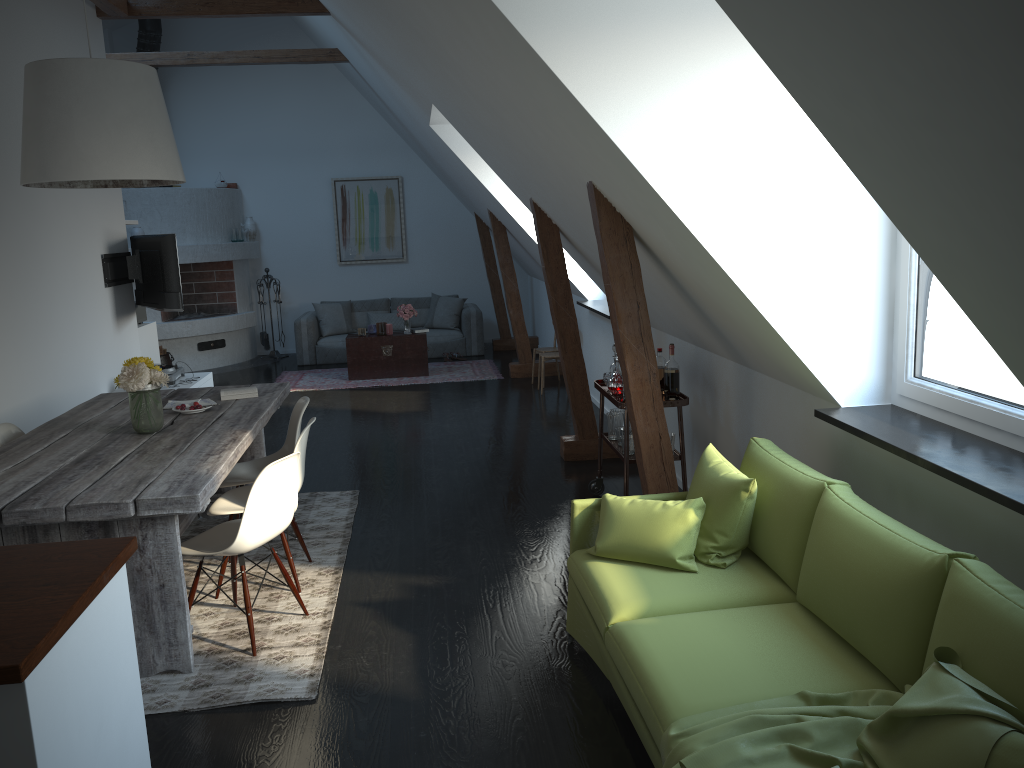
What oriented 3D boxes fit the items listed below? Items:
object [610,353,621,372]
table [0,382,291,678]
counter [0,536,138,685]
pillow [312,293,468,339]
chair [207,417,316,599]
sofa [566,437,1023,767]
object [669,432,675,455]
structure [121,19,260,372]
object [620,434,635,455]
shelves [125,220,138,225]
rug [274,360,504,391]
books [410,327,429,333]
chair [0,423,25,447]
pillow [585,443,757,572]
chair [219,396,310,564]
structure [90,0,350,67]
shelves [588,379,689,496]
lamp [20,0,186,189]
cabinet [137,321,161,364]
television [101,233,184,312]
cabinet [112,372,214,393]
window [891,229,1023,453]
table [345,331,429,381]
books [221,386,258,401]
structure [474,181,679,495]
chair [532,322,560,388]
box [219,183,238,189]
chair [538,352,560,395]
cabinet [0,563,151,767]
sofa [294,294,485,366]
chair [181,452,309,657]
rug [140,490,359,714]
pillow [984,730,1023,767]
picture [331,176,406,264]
[{"bbox_3d":[0.641,-0.101,5.362,0.087,0.206,0.087,1,11,19],"label":"object"},{"bbox_3d":[-1.802,0.609,4.364,1.141,0.788,2.421,-3,10,-6],"label":"table"},{"bbox_3d":[-0.836,0.691,0.869,3.365,0.038,3.085,-3,10,-6],"label":"counter"},{"bbox_3d":[-1.615,-0.928,11.879,2.075,0.515,0.444,-3,10,-6],"label":"pillow"},{"bbox_3d":[-1.206,0.580,4.348,0.542,0.801,0.465,-3,10,-5],"label":"chair"},{"bbox_3d":[0.781,0.801,2.607,0.898,0.825,2.093,-4,10,-7],"label":"sofa"},{"bbox_3d":[0.854,0.333,4.891,0.095,0.119,0.095,-12,14,-43],"label":"object"},{"bbox_3d":[-5.077,-2.606,11.956,3.058,4.752,3.049,-2,10,3],"label":"structure"},{"bbox_3d":[0.651,0.340,4.957,0.092,0.099,0.092,-8,12,-28],"label":"object"},{"bbox_3d":[-4.179,-1.385,7.775,1.604,0.038,0.478,-3,10,-6],"label":"shelves"},{"bbox_3d":[-1.467,-0.107,10.408,2.647,0.029,1.512,-3,10,-6],"label":"rug"},{"bbox_3d":[-1.101,-0.633,10.425,0.179,0.034,0.243,-8,12,-27],"label":"books"},{"bbox_3d":[-2.321,0.583,4.588,0.542,0.801,0.465,-4,10,-10],"label":"chair"},{"bbox_3d":[0.590,0.483,3.315,0.600,0.387,0.475,-4,10,-8],"label":"pillow"},{"bbox_3d":[-1.351,0.495,4.849,0.542,0.801,0.465,-6,11,-19],"label":"chair"},{"bbox_3d":[-4.653,-3.114,6.674,10.230,3.562,15.910,-2,10,0],"label":"structure"},{"bbox_3d":[0.745,0.389,5.143,0.438,0.732,0.803,-4,10,-10],"label":"shelves"},{"bbox_3d":[-1.950,-2.298,3.815,0.697,2.813,0.757,7,14,43],"label":"lamp"},{"bbox_3d":[-3.753,-0.063,8.149,0.869,0.921,0.638,-3,10,-6],"label":"cabinet"},{"bbox_3d":[-3.228,-0.909,7.417,0.537,0.652,1.005,-11,13,-40],"label":"television"},{"bbox_3d":[-2.888,0.251,7.381,0.623,0.507,1.069,-3,10,-6],"label":"cabinet"},{"bbox_3d":[-1.785,-2.279,5.269,5.959,4.249,8.018,-3,10,-6],"label":"window"},{"bbox_3d":[-1.446,-0.341,10.347,0.962,0.492,0.471,-3,10,-6],"label":"table"},{"bbox_3d":[-1.578,0.044,5.128,0.202,0.042,0.251,-6,11,-17],"label":"books"},{"bbox_3d":[0.683,-0.381,6.034,1.023,1.963,12.350,-3,10,-6],"label":"structure"},{"bbox_3d":[0.408,-0.339,9.338,0.342,0.696,0.329,-7,11,-22],"label":"chair"},{"bbox_3d":[-3.869,-2.692,12.082,0.229,0.078,0.127,-3,10,-6],"label":"box"},{"bbox_3d":[0.432,-0.268,8.941,0.342,0.696,0.329,-3,10,-4],"label":"chair"},{"bbox_3d":[-1.272,0.446,0.752,4.208,2.369,3.033,-3,10,-6],"label":"cabinet"},{"bbox_3d":[-1.638,-0.770,12.004,2.458,0.770,1.107,-3,10,-6],"label":"sofa"},{"bbox_3d":[-1.147,0.680,3.783,0.542,0.801,0.465,1,11,20],"label":"chair"},{"bbox_3d":[-1.801,0.986,4.450,1.898,0.022,2.677,-3,10,-6],"label":"rug"},{"bbox_3d":[0.950,0.794,1.851,0.210,0.275,0.462,-4,10,-8],"label":"pillow"},{"bbox_3d":[-2.001,-2.295,12.429,0.965,1.185,0.025,-3,10,-6],"label":"picture"}]
